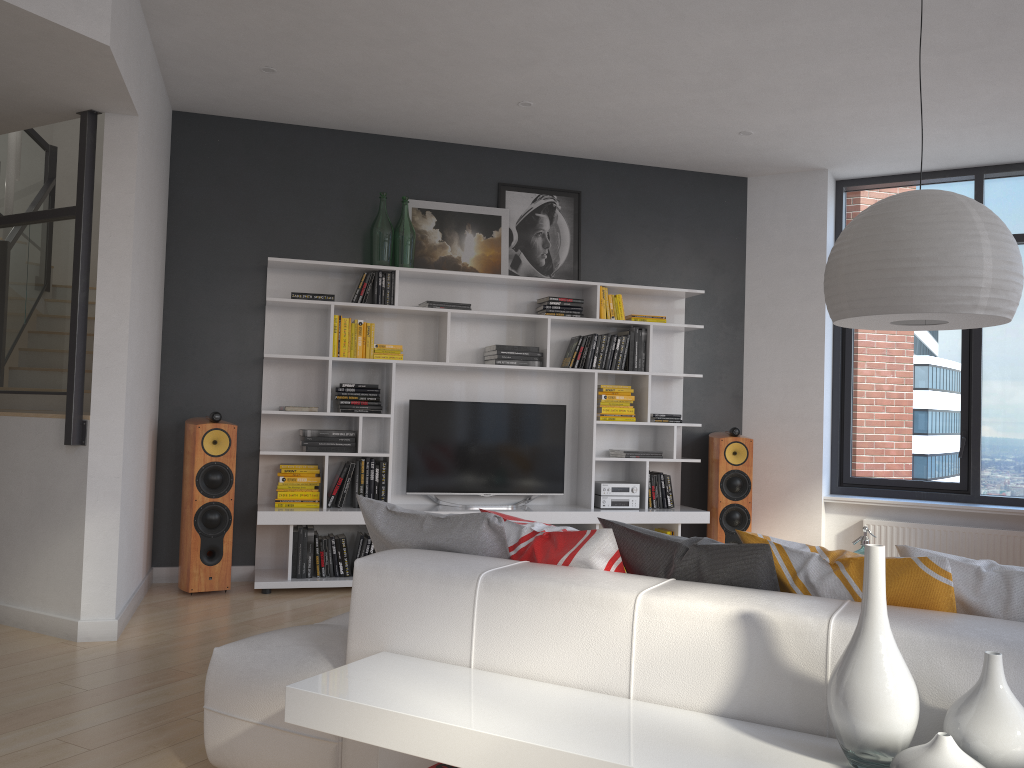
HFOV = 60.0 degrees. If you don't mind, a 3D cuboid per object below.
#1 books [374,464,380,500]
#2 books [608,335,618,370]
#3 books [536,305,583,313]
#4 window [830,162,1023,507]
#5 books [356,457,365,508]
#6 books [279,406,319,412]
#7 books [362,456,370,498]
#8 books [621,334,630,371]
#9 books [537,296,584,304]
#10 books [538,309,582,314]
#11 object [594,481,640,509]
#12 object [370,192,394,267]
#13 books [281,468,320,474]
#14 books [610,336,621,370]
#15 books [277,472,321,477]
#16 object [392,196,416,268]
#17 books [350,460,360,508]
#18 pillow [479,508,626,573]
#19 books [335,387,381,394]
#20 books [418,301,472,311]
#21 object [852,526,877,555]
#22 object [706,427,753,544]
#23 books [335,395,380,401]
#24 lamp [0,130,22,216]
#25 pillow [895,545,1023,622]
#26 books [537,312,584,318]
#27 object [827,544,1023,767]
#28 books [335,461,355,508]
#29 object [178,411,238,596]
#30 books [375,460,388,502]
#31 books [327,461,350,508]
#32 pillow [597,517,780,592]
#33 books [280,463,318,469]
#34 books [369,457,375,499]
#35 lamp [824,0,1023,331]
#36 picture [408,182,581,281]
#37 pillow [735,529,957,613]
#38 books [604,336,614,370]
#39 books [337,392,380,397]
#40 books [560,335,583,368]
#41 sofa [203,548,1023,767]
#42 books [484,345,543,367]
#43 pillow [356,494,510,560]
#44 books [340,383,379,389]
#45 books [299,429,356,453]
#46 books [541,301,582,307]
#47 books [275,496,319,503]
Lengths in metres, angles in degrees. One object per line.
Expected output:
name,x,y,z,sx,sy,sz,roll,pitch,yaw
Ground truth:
books,-0.895,0.661,5.783,0.028,0.272,0.200,2,-2,-16
books,0.670,-0.216,6.242,0.075,0.254,0.192,2,-2,-17
books,0.328,-0.519,6.194,0.284,0.030,0.214,2,-2,-12
window,3.342,-0.351,6.364,1.960,2.402,0.170,1,-2,29
books,-0.988,0.638,5.761,0.034,0.314,0.237,2,-2,-16
books,-1.360,0.160,5.652,0.209,0.030,0.266,3,-2,-22
books,-0.957,0.633,5.773,0.026,0.326,0.237,2,-2,-16
books,0.764,-0.214,6.268,0.066,0.260,0.197,2,-2,-16
books,0.334,-0.574,6.182,0.266,0.030,0.209,3,-2,-22
books,0.330,-0.494,6.173,0.264,0.020,0.189,2,-2,-17
object,0.711,0.777,6.215,0.285,0.174,0.270,2,-2,-16
object,-0.852,-1.007,5.816,0.157,0.507,0.157,2,-2,-2
books,-1.352,0.554,5.679,0.234,0.024,0.171,2,-2,-12
books,0.698,-0.210,6.236,0.071,0.243,0.179,2,-2,-17
books,-1.362,0.578,5.679,0.238,0.023,0.167,2,-2,0
object,-0.718,-0.999,5.913,0.157,0.507,0.157,2,-2,-2
books,-1.017,0.645,5.746,0.028,0.301,0.213,2,-2,-16
pillow,0.899,0.610,2.156,2.250,0.449,0.575,1,-2,26
books,-1.001,0.044,5.790,0.284,0.030,0.214,2,-2,-7
books,-0.455,-0.510,5.941,0.310,0.047,0.250,3,-2,-20
object,1.361,0.710,3.644,0.330,0.265,0.330,3,-3,-37
object,1.556,0.853,6.411,0.290,1.088,0.434,2,-2,-1
books,-1.000,0.094,5.764,0.284,0.030,0.214,2,-2,-7
lamp,-3.863,-3.951,6.848,0.359,6.725,0.359,1,-2,21
pillow,1.920,0.626,2.497,2.156,0.456,0.580,3,-3,-35
books,0.331,-0.468,6.169,0.284,0.030,0.214,2,-2,-12
object,0.725,0.493,1.564,0.319,0.398,0.316,3,-3,-37
books,-1.079,0.646,5.727,0.100,0.289,0.210,2,-2,-17
object,-1.879,0.710,5.441,0.290,1.088,0.434,3,-2,-31
books,-0.857,0.652,5.796,0.051,0.297,0.230,2,-2,-16
books,-1.134,0.647,5.730,0.142,0.284,0.232,2,-2,-16
pillow,1.190,0.587,2.005,2.120,0.436,0.608,1,-2,25
books,-1.367,0.529,5.700,0.234,0.024,0.171,2,-2,-12
books,-0.928,0.641,5.781,0.034,0.315,0.239,2,-2,-16
lamp,1.940,-0.087,1.775,0.710,2.647,3.199,3,-2,-25
picture,-0.118,-1.066,6.194,1.279,0.707,0.076,2,-2,-16
pillow,1.625,0.630,2.375,2.095,0.440,0.630,2,-2,-14
books,0.655,-0.210,6.210,0.069,0.242,0.172,2,-2,-15
books,-1.001,0.069,5.768,0.264,0.020,0.189,2,-2,-12
books,0.415,-0.216,6.167,0.104,0.234,0.182,2,-2,-16
sofa,1.210,0.891,2.906,3.424,0.732,2.614,1,-2,29
books,0.007,-0.184,6.084,0.343,0.137,0.277,3,-2,-21
pillow,0.977,0.594,2.493,2.953,0.453,0.647,1,-2,17
books,-0.992,0.016,5.765,0.246,0.026,0.180,2,-2,-8
books,-1.194,0.367,5.728,0.343,0.137,0.277,2,-2,-16
books,0.340,-0.547,6.170,0.246,0.026,0.180,2,-2,-13
books,-1.367,0.737,5.656,0.269,0.025,0.213,2,-2,-13
